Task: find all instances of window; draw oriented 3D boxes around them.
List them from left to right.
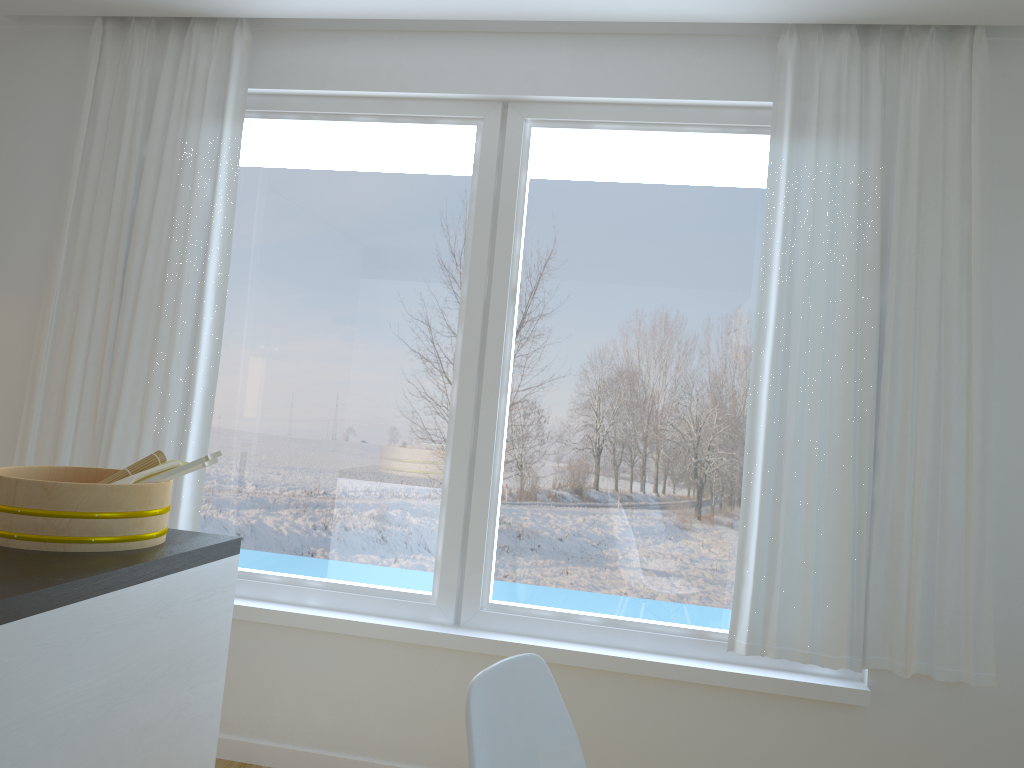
[{"bbox_3d":[-0.103,-0.099,3.257,2.728,1.929,0.088,5,-5,10],"label":"window"}]

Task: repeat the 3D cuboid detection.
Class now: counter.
[{"bbox_3d":[-1.154,0.310,1.027,0.601,0.040,2.388,5,-2,10],"label":"counter"}]

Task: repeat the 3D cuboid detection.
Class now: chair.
[{"bbox_3d":[0.172,0.922,1.304,0.523,0.907,0.427,2,-6,30],"label":"chair"}]

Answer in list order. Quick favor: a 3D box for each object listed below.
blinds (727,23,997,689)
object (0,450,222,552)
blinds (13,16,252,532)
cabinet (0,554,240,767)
[{"bbox_3d":[1.173,-0.182,2.853,0.795,2.172,0.149,4,-6,10],"label":"blinds"},{"bbox_3d":[-0.941,0.235,1.989,0.379,0.215,0.427,3,-3,38],"label":"object"},{"bbox_3d":[-1.444,-0.401,3.321,0.795,2.172,0.149,4,-6,10],"label":"blinds"},{"bbox_3d":[-1.197,0.784,0.981,0.601,0.914,2.388,4,-2,10],"label":"cabinet"}]
